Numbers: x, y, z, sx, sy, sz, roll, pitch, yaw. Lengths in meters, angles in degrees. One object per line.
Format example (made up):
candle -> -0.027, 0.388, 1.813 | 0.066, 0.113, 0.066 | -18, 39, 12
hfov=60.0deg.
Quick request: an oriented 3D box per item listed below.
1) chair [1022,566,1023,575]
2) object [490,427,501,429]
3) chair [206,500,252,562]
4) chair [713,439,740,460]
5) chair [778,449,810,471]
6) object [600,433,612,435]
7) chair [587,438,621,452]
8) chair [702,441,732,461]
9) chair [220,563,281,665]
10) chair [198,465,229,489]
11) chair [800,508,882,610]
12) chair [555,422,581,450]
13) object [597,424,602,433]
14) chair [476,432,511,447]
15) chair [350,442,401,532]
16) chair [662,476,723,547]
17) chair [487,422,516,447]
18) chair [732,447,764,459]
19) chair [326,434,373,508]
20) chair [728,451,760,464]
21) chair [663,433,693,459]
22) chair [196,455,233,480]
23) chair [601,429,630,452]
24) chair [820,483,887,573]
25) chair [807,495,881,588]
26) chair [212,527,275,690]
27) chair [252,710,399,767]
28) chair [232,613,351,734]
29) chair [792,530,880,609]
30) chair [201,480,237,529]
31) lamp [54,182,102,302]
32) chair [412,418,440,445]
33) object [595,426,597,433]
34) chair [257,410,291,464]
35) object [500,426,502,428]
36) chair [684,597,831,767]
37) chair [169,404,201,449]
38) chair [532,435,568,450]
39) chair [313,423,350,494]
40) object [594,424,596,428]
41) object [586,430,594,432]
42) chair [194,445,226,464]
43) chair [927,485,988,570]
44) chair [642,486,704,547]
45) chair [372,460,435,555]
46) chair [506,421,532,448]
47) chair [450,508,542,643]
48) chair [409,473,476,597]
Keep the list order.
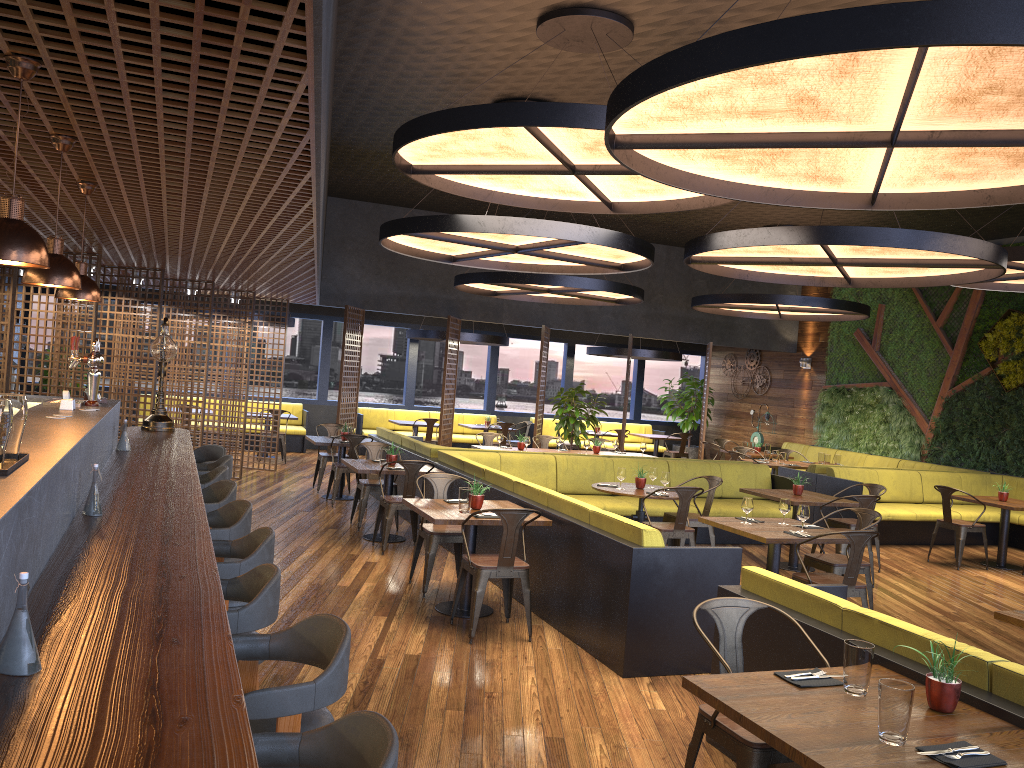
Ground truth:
chair -> 6.068, 1.713, 9.797 | 0.504, 0.917, 0.541 | 4, 1, -21
object -> -0.356, 0.830, 16.896 | 0.255, 0.019, 0.157 | 4, 1, -22
chair -> -1.562, 1.104, 4.405 | 0.483, 1.048, 0.438 | 5, 1, 29
chair -> 3.952, 1.486, 16.272 | 0.504, 0.917, 0.541 | 4, 1, -21
chair -> 4.626, 1.554, 14.634 | 0.504, 0.917, 0.541 | 4, 1, -21
object -> 1.860, 0.994, 17.750 | 0.255, 0.019, 0.157 | 4, 1, -22
chair -> 1.390, 1.311, 13.643 | 0.504, 0.917, 0.541 | 4, 1, -21
chair -> 3.542, 1.463, 15.314 | 0.541, 0.917, 0.504 | 4, 1, -21
chair -> -1.069, 1.156, 3.075 | 0.483, 1.048, 0.438 | 5, 1, 40
chair -> -2.117, 1.048, 5.779 | 0.483, 1.048, 0.438 | 5, 1, 40
chair -> 2.680, 1.473, 7.241 | 0.541, 0.917, 0.504 | 4, 1, -21
chair -> 1.109, 1.249, 17.872 | 0.541, 0.917, 0.504 | 4, 1, -21
object -> 1.762, 0.905, 17.879 | 0.102, 0.178, 0.102 | 4, 1, -35
chair -> -0.292, 1.186, 12.994 | 0.504, 0.917, 0.541 | 4, 1, -21
chair -> -1.500, 1.122, 9.797 | 0.504, 0.917, 0.541 | 4, 1, -21
chair -> 1.828, 1.389, 9.037 | 0.541, 0.917, 0.504 | 4, 1, -21
chair -> -0.229, 1.157, 16.555 | 0.504, 0.917, 0.541 | 4, 1, -21
chair -> 3.818, 1.494, 14.322 | 0.504, 0.917, 0.541 | 4, 1, -21
chair -> -2.043, 1.067, 11.153 | 0.504, 0.917, 0.541 | 4, 1, -21
chair -> 3.520, 1.480, 13.395 | 0.541, 0.917, 0.504 | 4, 1, -21
chair -> 3.339, 1.422, 17.932 | 0.504, 0.917, 0.541 | 4, 1, -21
chair -> -2.277, 1.029, 6.383 | 0.438, 1.048, 0.483 | 5, 1, 8
chair -> 2.008, 1.323, 17.419 | 0.504, 0.917, 0.541 | 4, 1, -21
chair -> 3.704, 1.531, 9.578 | 0.541, 0.917, 0.504 | 4, 1, -21
chair -> 3.287, 1.506, 8.724 | 0.504, 0.917, 0.541 | 4, 1, -21
chair -> -1.262, 1.134, 3.733 | 0.438, 1.048, 0.483 | 5, 1, 8
chair -> -0.483, 1.214, 1.753 | 0.438, 1.048, 0.483 | 5, 1, 8
chair -> -0.704, 1.190, 2.446 | 0.438, 1.048, 0.483 | 4, 1, -1
chair -> 2.289, 1.451, 6.341 | 0.504, 0.917, 0.541 | 4, 1, -21
chair -> -1.834, 1.077, 5.056 | 0.438, 1.048, 0.483 | 4, 1, -7
lamp -> -2.493, -0.823, 5.148 | 0.250, 0.673, 0.250 | 5, 1, 11
chair -> -1.560, 1.058, 16.041 | 0.504, 0.917, 0.541 | 4, 1, -21
object -> 1.737, 0.855, 18.051 | 0.238, 0.271, 0.260 | 4, 1, 0
chair -> -4.056, 0.872, 15.078 | 0.504, 0.917, 0.541 | 4, 1, -21
object -> -0.176, 0.840, 17.294 | 0.157, 0.019, 0.255 | 4, 1, -22
chair -> 0.975, 1.376, 3.546 | 0.504, 0.917, 0.541 | 4, 1, -21
chair -> -5.387, 0.773, 14.564 | 0.504, 0.917, 0.541 | 4, 1, -21
chair -> 0.552, 1.249, 13.320 | 0.504, 0.917, 0.541 | 4, 1, -21
chair -> -2.481, 1.022, 12.298 | 0.504, 0.917, 0.541 | 4, 1, -21
object -> 1.726, 0.899, 18.236 | 0.102, 0.178, 0.102 | 4, 1, -35
object -> 1.616, 0.969, 18.366 | 0.255, 0.019, 0.157 | 4, 1, -22
chair -> -2.497, 1.007, 6.929 | 0.438, 1.048, 0.483 | 4, 1, -29
chair -> 5.138, 1.637, 10.213 | 0.541, 0.917, 0.504 | 4, 1, -21
chair -> 1.464, 1.369, 8.232 | 0.504, 0.917, 0.541 | 4, 1, -21
chair -> -1.054, 1.168, 8.634 | 0.504, 0.917, 0.541 | 4, 1, -21
chair -> 0.091, 1.174, 17.415 | 0.541, 0.917, 0.504 | 4, 1, -21
chair -> -0.104, 1.267, 6.111 | 0.504, 0.917, 0.541 | 4, 1, -21
chair -> -0.549, 1.221, 7.273 | 0.504, 0.917, 0.541 | 4, 1, -21
